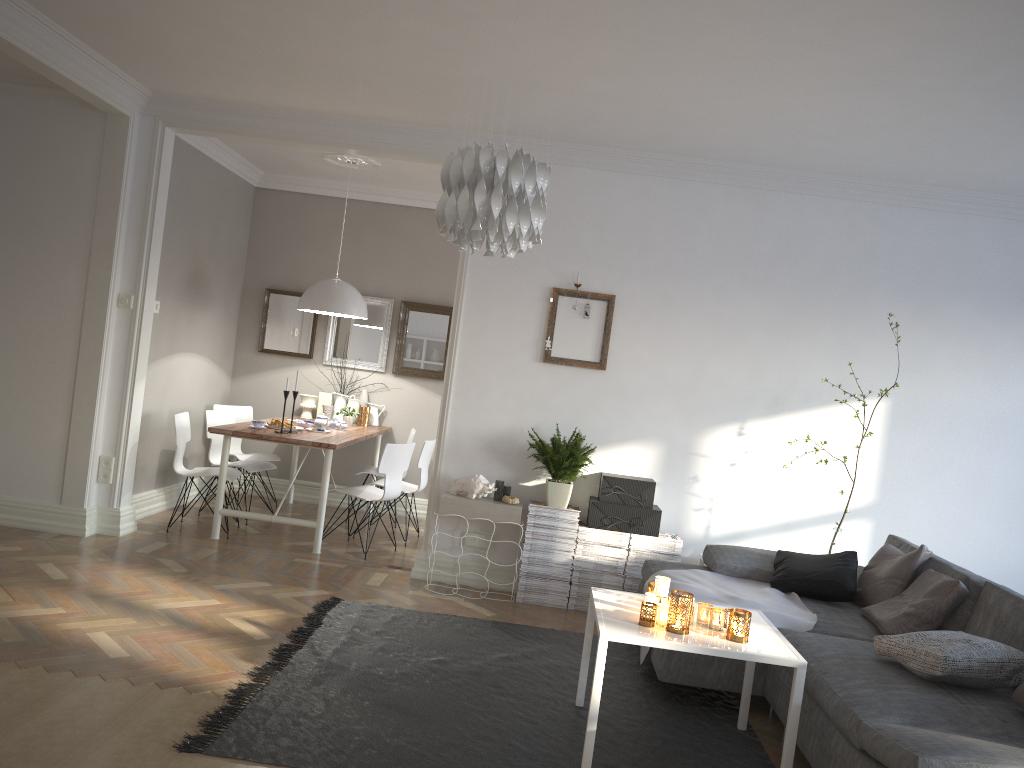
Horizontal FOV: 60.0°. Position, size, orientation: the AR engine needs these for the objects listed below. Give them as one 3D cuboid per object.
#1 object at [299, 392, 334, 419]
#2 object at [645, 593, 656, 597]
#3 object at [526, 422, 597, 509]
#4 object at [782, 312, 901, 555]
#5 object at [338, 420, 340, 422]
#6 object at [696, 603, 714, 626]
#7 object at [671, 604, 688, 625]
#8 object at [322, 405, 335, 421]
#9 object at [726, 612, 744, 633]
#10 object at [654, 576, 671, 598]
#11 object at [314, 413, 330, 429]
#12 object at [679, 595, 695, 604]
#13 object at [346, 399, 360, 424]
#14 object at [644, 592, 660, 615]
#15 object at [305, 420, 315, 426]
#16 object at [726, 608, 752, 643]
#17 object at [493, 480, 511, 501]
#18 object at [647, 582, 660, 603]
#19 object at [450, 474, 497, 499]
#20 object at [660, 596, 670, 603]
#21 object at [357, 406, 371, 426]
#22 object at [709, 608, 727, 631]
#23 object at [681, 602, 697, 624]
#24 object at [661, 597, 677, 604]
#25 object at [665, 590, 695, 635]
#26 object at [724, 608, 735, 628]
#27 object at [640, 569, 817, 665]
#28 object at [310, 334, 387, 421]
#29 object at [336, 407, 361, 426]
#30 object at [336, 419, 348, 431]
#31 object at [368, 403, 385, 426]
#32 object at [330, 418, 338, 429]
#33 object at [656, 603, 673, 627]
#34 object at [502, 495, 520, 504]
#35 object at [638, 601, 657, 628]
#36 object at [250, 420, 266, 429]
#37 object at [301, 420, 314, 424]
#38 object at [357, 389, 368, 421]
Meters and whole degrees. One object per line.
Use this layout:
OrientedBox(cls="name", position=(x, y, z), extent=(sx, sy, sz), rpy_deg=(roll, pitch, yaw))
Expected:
OrientedBox(cls="object", position=(-1.689, 0.181, 7.600), extent=(0.310, 0.228, 0.172), rpy_deg=(6, 2, -44))
OrientedBox(cls="object", position=(0.539, 0.847, 3.427), extent=(0.056, 0.066, 0.056), rpy_deg=(7, 1, -36))
OrientedBox(cls="object", position=(0.286, 0.498, 5.340), extent=(0.438, 0.527, 0.368), rpy_deg=(8, 1, 2))
OrientedBox(cls="object", position=(1.839, 0.381, 5.033), extent=(0.776, 1.675, 0.339), rpy_deg=(6, 2, -38))
OrientedBox(cls="object", position=(-1.393, 0.314, 7.038), extent=(0.116, 0.056, 0.116), rpy_deg=(7, 1, -25))
OrientedBox(cls="object", position=(0.731, 0.876, 3.370), extent=(0.060, 0.073, 0.060), rpy_deg=(8, 1, 27))
OrientedBox(cls="object", position=(0.622, 0.862, 3.298), extent=(0.060, 0.073, 0.060), rpy_deg=(7, 1, -9))
OrientedBox(cls="object", position=(-1.562, 0.248, 7.516), extent=(0.094, 0.132, 0.096), rpy_deg=(7, 1, -31))
OrientedBox(cls="object", position=(0.824, 0.889, 3.280), extent=(0.060, 0.073, 0.060), rpy_deg=(7, 2, -36))
OrientedBox(cls="object", position=(0.576, 0.781, 3.411), extent=(0.060, 0.073, 0.060), rpy_deg=(8, 1, 18))
OrientedBox(cls="object", position=(-1.440, 0.280, 6.738), extent=(0.143, 0.119, 0.124), rpy_deg=(8, 1, 7))
OrientedBox(cls="object", position=(0.678, 0.868, 3.458), extent=(0.060, 0.073, 0.060), rpy_deg=(8, 1, 27))
OrientedBox(cls="object", position=(-1.356, 0.235, 7.545), extent=(0.114, 0.209, 0.112), rpy_deg=(8, 1, 2))
OrientedBox(cls="object", position=(0.538, 0.850, 3.427), extent=(0.060, 0.073, 0.060), rpy_deg=(7, 1, -18))
OrientedBox(cls="object", position=(-1.587, 0.308, 6.940), extent=(0.287, 0.020, 0.286), rpy_deg=(7, 1, -25))
OrientedBox(cls="object", position=(0.821, 0.874, 3.206), extent=(0.080, 0.104, 0.080), rpy_deg=(7, 1, -7))
OrientedBox(cls="object", position=(-0.058, 0.643, 5.405), extent=(0.062, 0.134, 0.123), rpy_deg=(9, 2, 43))
OrientedBox(cls="object", position=(0.577, 0.850, 3.596), extent=(0.060, 0.079, 0.060), rpy_deg=(7, 1, -3))
OrientedBox(cls="object", position=(-0.229, 0.614, 5.351), extent=(0.310, 0.150, 0.137), rpy_deg=(8, 1, 32))
OrientedBox(cls="object", position=(0.604, 0.865, 3.480), extent=(0.052, 0.058, 0.050), rpy_deg=(7, 1, -28))
OrientedBox(cls="object", position=(-1.253, 0.272, 7.504), extent=(0.095, 0.163, 0.095), rpy_deg=(9, 2, 42))
OrientedBox(cls="object", position=(0.768, 0.881, 3.317), extent=(0.060, 0.073, 0.060), rpy_deg=(8, 1, 27))
OrientedBox(cls="object", position=(0.666, 0.867, 3.360), extent=(0.060, 0.073, 0.060), rpy_deg=(6, 2, -42))
OrientedBox(cls="object", position=(0.599, 0.858, 3.401), extent=(0.060, 0.073, 0.060), rpy_deg=(7, 1, -18))
OrientedBox(cls="object", position=(0.607, 0.828, 3.215), extent=(0.090, 0.140, 0.086), rpy_deg=(7, 1, -27))
OrientedBox(cls="object", position=(0.829, 0.892, 3.365), extent=(0.054, 0.068, 0.047), rpy_deg=(7, 2, -37))
OrientedBox(cls="object", position=(1.001, 1.191, 4.271), extent=(0.725, 0.437, 0.811), rpy_deg=(7, 1, 1))
OrientedBox(cls="object", position=(-1.384, -0.056, 7.541), extent=(0.698, 0.781, 0.351), rpy_deg=(7, 1, -15))
OrientedBox(cls="object", position=(-1.350, 0.262, 7.333), extent=(0.169, 0.162, 0.178), rpy_deg=(9, 2, 43))
OrientedBox(cls="object", position=(-1.306, 0.313, 6.806), extent=(0.090, 0.086, 0.090), rpy_deg=(6, 2, -43))
OrientedBox(cls="object", position=(-1.189, 0.263, 7.638), extent=(0.115, 0.194, 0.136), rpy_deg=(8, 2, 32))
OrientedBox(cls="object", position=(-1.380, 0.302, 6.871), extent=(0.072, 0.086, 0.086), rpy_deg=(7, 1, -32))
OrientedBox(cls="object", position=(0.561, 0.854, 3.276), extent=(0.060, 0.073, 0.060), rpy_deg=(7, 1, -9))
OrientedBox(cls="object", position=(-0.004, 0.696, 5.322), extent=(0.099, 0.046, 0.104), rpy_deg=(7, 1, -41))
OrientedBox(cls="object", position=(0.498, 0.843, 3.246), extent=(0.060, 0.079, 0.060), rpy_deg=(7, 1, -7))
OrientedBox(cls="object", position=(-1.743, 0.279, 6.107), extent=(0.137, 0.056, 0.116), rpy_deg=(8, 1, 33))
OrientedBox(cls="object", position=(-1.590, 0.303, 6.943), extent=(0.194, 0.022, 0.201), rpy_deg=(8, 1, 22))
OrientedBox(cls="object", position=(-1.291, 0.196, 7.662), extent=(0.091, 0.301, 0.091), rpy_deg=(6, 2, -44))
